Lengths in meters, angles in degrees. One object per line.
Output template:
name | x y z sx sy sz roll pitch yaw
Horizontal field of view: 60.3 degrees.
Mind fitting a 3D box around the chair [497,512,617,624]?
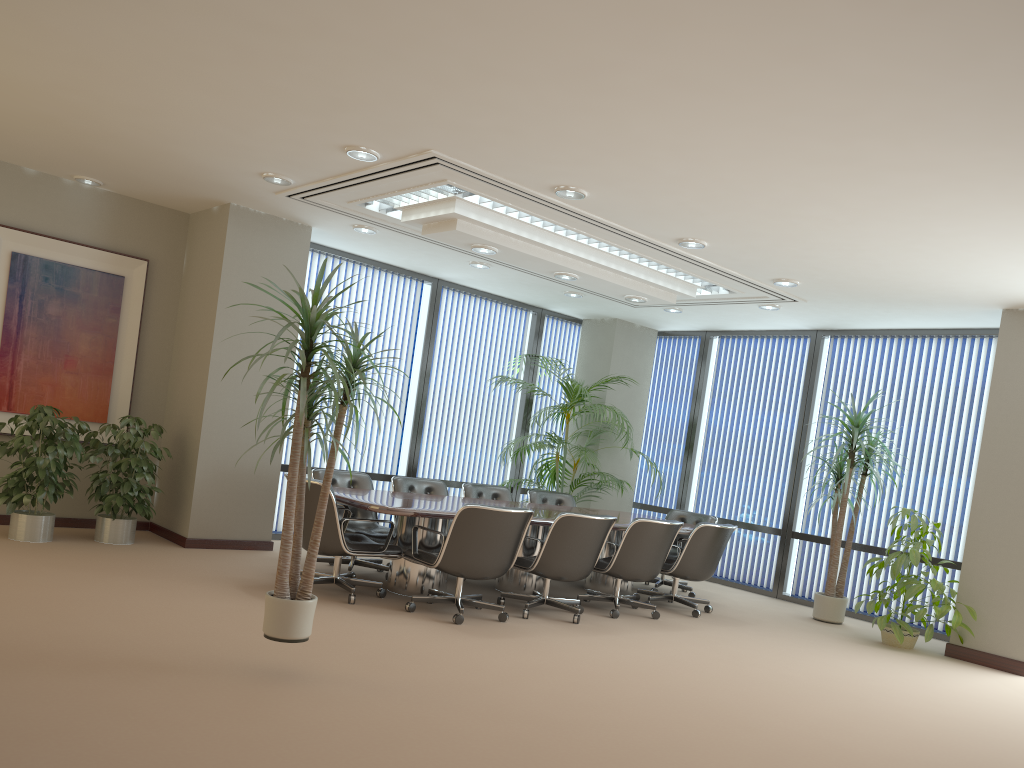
chair | 0.343 1.410 7.020 0.764 0.860 0.846 9 -1 -41

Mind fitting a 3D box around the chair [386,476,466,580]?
chair | -0.743 1.345 8.279 0.764 0.860 0.846 9 -1 -41

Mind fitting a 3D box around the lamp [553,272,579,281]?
lamp | 0.479 -0.950 7.832 0.226 0.035 0.224 9 -4 -17

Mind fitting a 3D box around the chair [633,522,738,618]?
chair | 1.568 1.661 8.153 0.846 0.860 0.740 7 -1 44

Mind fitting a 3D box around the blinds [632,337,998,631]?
blinds | 3.050 0.905 10.212 0.051 2.913 4.896 6 -1 -41

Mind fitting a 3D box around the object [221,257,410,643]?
object | -0.997 0.344 4.300 0.801 1.837 0.820 8 1 24

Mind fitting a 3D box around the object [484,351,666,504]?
object | 0.636 0.870 10.473 2.177 2.484 2.077 8 0 -20

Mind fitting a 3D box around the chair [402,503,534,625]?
chair | -0.345 1.275 6.474 0.758 0.860 0.851 8 -1 -37

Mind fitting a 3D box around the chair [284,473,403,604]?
chair | -1.310 1.149 6.615 0.859 0.860 0.753 9 -1 -41

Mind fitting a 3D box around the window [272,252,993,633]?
window | 1.226 0.667 10.374 7.363 2.919 3.537 8 -2 4

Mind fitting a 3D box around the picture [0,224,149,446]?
picture | -3.956 -0.376 7.736 1.305 1.751 0.057 8 1 -41

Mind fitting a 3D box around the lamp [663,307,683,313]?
lamp | 1.790 -0.817 9.796 0.226 0.035 0.224 10 -4 -30

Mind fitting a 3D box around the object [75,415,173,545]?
object | -3.367 0.812 7.597 0.738 1.096 0.795 8 0 -9

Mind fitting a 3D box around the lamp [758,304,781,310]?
lamp | 2.588 -0.770 8.872 0.223 0.035 0.227 5 -5 39

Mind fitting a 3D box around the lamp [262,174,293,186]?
lamp | -1.772 -1.538 6.661 0.226 0.035 0.224 10 -4 -23

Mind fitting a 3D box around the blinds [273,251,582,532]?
blinds | -0.655 0.403 10.479 4.932 2.914 0.031 10 0 -41

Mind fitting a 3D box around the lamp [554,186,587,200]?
lamp | 0.394 -1.283 5.952 0.223 0.035 0.227 5 -5 39

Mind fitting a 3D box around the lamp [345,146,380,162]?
lamp | -0.974 -1.491 5.737 0.227 0.035 0.224 11 -5 -37

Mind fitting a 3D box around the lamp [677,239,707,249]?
lamp | 1.394 -1.081 6.833 0.226 0.035 0.224 9 -4 -17

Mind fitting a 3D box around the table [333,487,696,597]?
table | 0.138 1.500 7.941 4.100 0.750 1.497 11 -4 -41

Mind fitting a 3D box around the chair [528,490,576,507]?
chair | 0.553 1.604 9.364 0.764 0.860 0.846 8 -1 -36

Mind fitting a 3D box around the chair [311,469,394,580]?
chair | -1.353 1.218 7.689 0.846 0.860 0.764 7 -1 44

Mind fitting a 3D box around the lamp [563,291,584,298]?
lamp | 0.676 -0.980 9.703 0.226 0.035 0.224 9 -4 -17

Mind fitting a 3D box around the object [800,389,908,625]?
object | 3.292 1.212 8.673 1.011 2.319 1.036 8 1 24

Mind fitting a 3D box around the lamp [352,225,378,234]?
lamp | -1.324 -1.385 7.942 0.226 0.035 0.224 10 -4 -23

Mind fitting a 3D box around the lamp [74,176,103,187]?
lamp | -3.638 -1.736 7.568 0.226 0.035 0.224 10 -4 -30

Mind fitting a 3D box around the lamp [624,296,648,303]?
lamp | 1.186 -0.807 8.454 0.226 0.035 0.224 9 -4 -17

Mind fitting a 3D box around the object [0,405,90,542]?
object | -3.800 0.718 7.131 0.793 1.096 0.740 8 0 31

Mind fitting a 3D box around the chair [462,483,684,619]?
chair | 0.435 1.506 8.209 0.764 0.859 2.510 9 -3 -41

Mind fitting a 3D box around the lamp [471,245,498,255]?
lamp | -0.228 -1.093 7.209 0.226 0.035 0.224 10 -4 -23

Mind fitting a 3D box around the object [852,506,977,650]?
object | 3.576 1.770 7.816 0.974 1.316 0.859 8 0 20

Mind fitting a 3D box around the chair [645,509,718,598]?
chair | 1.661 1.750 9.231 0.859 0.860 0.753 9 -1 -41

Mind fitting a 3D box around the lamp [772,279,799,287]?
lamp | 2.394 -0.878 7.713 0.226 0.035 0.224 9 -4 -17

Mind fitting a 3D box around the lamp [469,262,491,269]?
lamp | -0.324 -1.182 8.823 0.226 0.035 0.224 9 -4 -17
